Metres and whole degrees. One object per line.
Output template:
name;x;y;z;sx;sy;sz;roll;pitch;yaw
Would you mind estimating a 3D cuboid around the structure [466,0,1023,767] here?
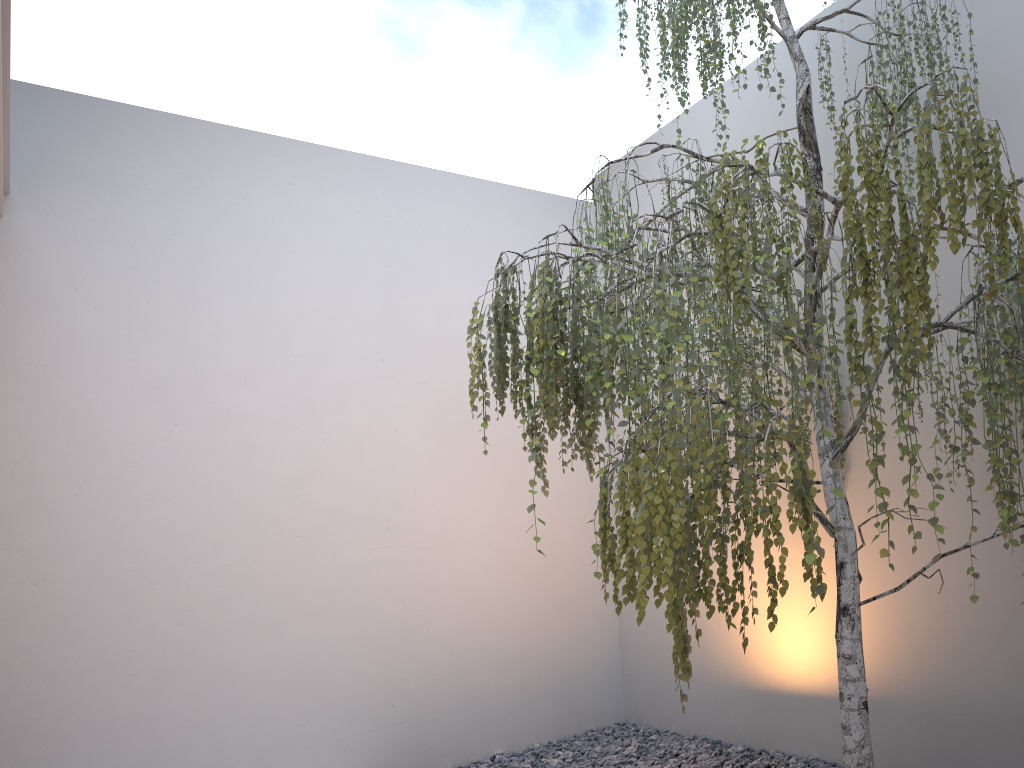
structure;0.859;-0.416;2.895;2.033;3.951;2.105;1;-9;-37
